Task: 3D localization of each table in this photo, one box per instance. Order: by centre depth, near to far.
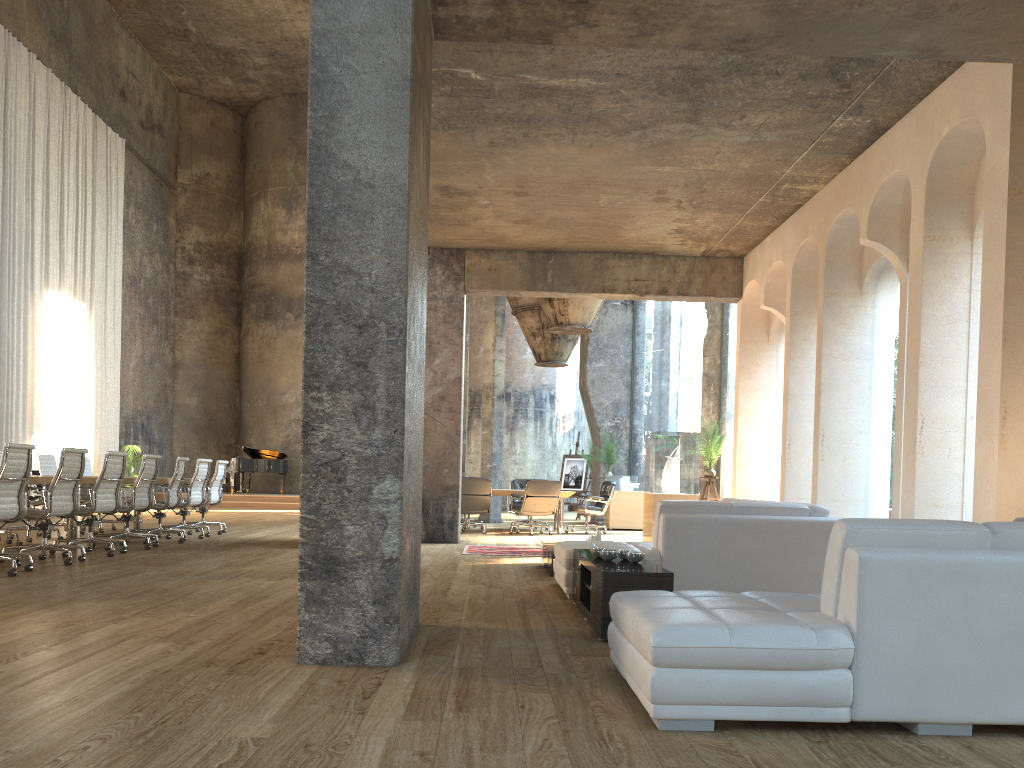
[{"bbox_3d":[0.725,1.665,8.269,0.790,0.202,1.114,2,-6,-1],"label":"table"},{"bbox_3d":[0.715,1.685,8.637,0.859,0.246,0.371,2,-4,-2],"label":"table"},{"bbox_3d":[-4.919,1.328,9.070,1.601,0.757,7.744,2,-6,-1],"label":"table"},{"bbox_3d":[-0.201,2.118,14.715,2.410,0.700,1.108,2,-4,-2],"label":"table"},{"bbox_3d":[-0.549,2.887,20.930,1.870,0.546,0.944,2,-5,-2],"label":"table"}]

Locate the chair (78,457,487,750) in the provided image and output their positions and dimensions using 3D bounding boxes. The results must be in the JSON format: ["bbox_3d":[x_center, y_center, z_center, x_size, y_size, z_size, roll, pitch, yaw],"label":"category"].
[{"bbox_3d":[-2.824,1.607,12.153,12.950,1.030,31.626,2,-6,-1],"label":"chair"}]

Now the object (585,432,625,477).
[{"bbox_3d":[1.841,1.399,17.468,0.858,0.940,0.689,1,-1,1],"label":"object"}]

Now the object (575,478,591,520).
[{"bbox_3d":[1.827,2.625,19.925,0.659,0.972,0.571,2,-1,-7],"label":"object"}]

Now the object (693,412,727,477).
[{"bbox_3d":[2.800,0.857,12.443,0.688,0.939,0.861,2,-2,-11],"label":"object"}]

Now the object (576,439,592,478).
[{"bbox_3d":[1.795,1.676,19.928,0.687,0.939,0.862,1,-2,19],"label":"object"}]

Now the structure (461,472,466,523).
[{"bbox_3d":[-1.307,2.262,17.626,0.743,1.014,0.736,2,-1,-1],"label":"structure"}]

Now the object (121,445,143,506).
[{"bbox_3d":[-8.635,2.111,19.898,1.092,1.456,1.130,2,-2,-10],"label":"object"}]

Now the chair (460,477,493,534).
[{"bbox_3d":[-0.681,1.928,13.979,0.730,0.892,0.823,2,-2,-8],"label":"chair"}]

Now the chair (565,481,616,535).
[{"bbox_3d":[1.290,2.066,14.751,0.821,0.892,0.731,2,-2,-7],"label":"chair"}]

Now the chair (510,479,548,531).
[{"bbox_3d":[0.293,2.124,15.488,0.729,0.892,0.823,2,-2,-1],"label":"chair"}]

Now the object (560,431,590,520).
[{"bbox_3d":[1.512,2.185,21.056,0.700,2.146,0.685,2,1,27],"label":"object"}]

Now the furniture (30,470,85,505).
[{"bbox_3d":[-8.190,2.030,16.388,0.708,0.840,1.879,2,-5,-1],"label":"furniture"}]

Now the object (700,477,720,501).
[{"bbox_3d":[2.714,1.805,12.456,0.660,0.972,0.570,2,-1,-37],"label":"object"}]

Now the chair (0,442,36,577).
[{"bbox_3d":[-4.115,0.963,6.810,0.699,1.025,0.666,1,-1,2],"label":"chair"}]

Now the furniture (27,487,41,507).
[{"bbox_3d":[-8.125,1.762,14.001,0.708,0.840,1.879,2,-5,-1],"label":"furniture"}]

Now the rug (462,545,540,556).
[{"bbox_3d":[0.650,2.009,10.510,2.462,0.009,1.351,2,-6,-1],"label":"rug"}]

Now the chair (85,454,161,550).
[{"bbox_3d":[-4.190,1.266,9.507,0.699,1.025,0.666,1,-1,4],"label":"chair"}]

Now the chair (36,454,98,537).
[{"bbox_3d":[-5.639,1.418,11.187,0.699,1.025,0.666,1,-1,2],"label":"chair"}]

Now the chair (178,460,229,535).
[{"bbox_3d":[-4.300,1.563,12.159,0.699,1.025,0.666,1,-1,4],"label":"chair"}]

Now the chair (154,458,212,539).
[{"bbox_3d":[-4.241,1.467,11.296,0.699,1.025,0.666,1,-1,7],"label":"chair"}]

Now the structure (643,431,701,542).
[{"bbox_3d":[2.160,1.447,11.960,0.594,1.547,0.743,1,0,-1],"label":"structure"}]

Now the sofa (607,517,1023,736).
[{"bbox_3d":[1.465,0.878,3.442,2.067,0.721,1.075,2,-4,-2],"label":"sofa"}]

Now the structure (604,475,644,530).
[{"bbox_3d":[2.143,2.214,16.408,0.735,1.014,0.745,2,-1,-1],"label":"structure"}]

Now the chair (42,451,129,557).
[{"bbox_3d":[-4.169,1.167,8.627,0.699,1.025,0.666,1,-1,7],"label":"chair"}]

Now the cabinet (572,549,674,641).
[{"bbox_3d":[0.614,1.244,5.318,0.396,0.368,1.568,2,-6,-1],"label":"cabinet"}]

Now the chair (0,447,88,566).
[{"bbox_3d":[-4.142,1.066,7.728,0.699,1.025,0.666,1,-1,4],"label":"chair"}]

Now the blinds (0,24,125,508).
[{"bbox_3d":[-9.170,-1.891,17.025,0.275,8.638,7.848,1,-2,0],"label":"blinds"}]

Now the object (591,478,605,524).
[{"bbox_3d":[1.974,2.345,17.414,0.570,0.972,0.660,1,-1,35],"label":"object"}]

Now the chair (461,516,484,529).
[{"bbox_3d":[-0.823,2.091,15.458,0.729,0.892,0.824,1,-2,5],"label":"chair"}]

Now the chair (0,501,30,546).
[{"bbox_3d":[-5.585,1.214,9.370,0.699,1.025,0.666,1,-1,7],"label":"chair"}]

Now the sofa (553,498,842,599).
[{"bbox_3d":[1.350,1.348,7.645,2.064,0.720,2.940,2,-6,-1],"label":"sofa"}]

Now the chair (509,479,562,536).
[{"bbox_3d":[0.329,1.961,14.037,0.731,0.892,0.822,2,-2,-28],"label":"chair"}]

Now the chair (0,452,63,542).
[{"bbox_3d":[-5.612,1.315,10.269,0.699,1.025,0.666,1,-1,4],"label":"chair"}]

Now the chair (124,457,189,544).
[{"bbox_3d":[-4.209,1.371,10.440,0.699,1.025,0.666,2,-1,-2],"label":"chair"}]
